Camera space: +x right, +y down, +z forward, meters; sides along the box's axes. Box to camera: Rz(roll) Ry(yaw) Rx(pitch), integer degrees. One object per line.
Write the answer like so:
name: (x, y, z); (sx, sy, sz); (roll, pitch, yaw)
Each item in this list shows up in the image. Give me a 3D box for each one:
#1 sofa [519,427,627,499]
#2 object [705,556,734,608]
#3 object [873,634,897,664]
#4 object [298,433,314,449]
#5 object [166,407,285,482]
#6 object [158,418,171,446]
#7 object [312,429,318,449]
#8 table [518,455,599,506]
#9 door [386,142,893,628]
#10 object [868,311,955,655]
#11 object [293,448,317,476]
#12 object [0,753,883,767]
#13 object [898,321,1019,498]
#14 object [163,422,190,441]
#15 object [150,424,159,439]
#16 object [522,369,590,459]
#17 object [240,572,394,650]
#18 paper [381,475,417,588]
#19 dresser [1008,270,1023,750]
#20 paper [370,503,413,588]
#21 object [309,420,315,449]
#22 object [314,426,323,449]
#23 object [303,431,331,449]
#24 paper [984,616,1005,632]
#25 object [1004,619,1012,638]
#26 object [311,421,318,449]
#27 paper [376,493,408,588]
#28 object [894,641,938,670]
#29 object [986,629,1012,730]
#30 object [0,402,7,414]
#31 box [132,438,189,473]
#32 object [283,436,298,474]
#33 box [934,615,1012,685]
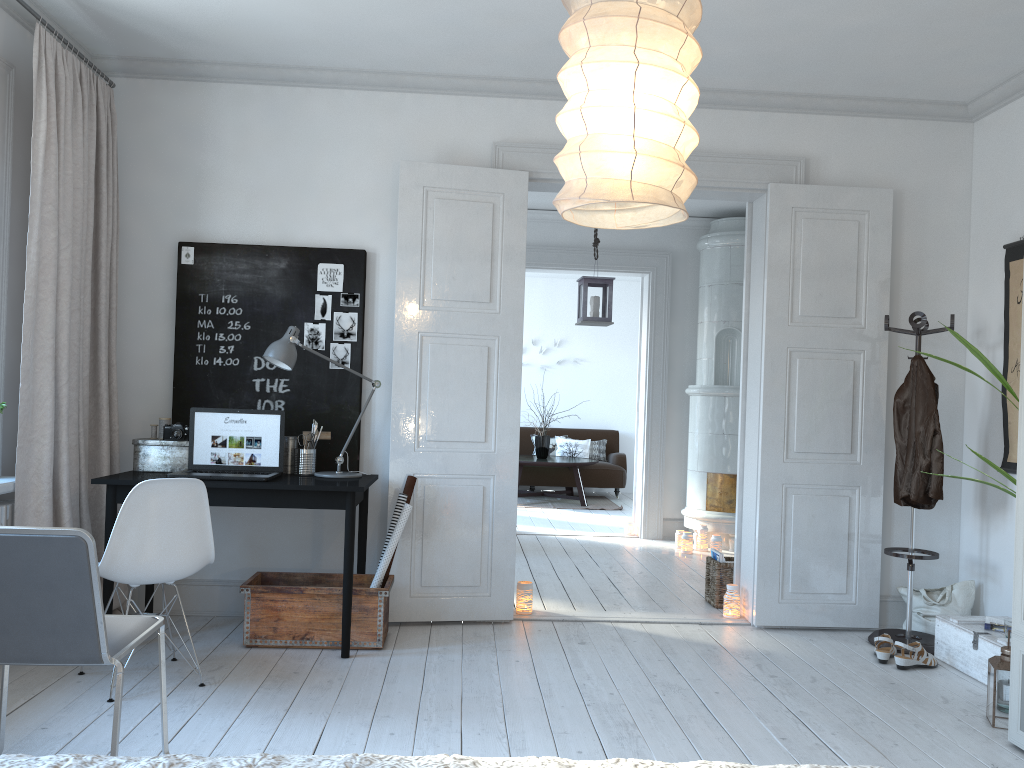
sofa: (0.328, 0.968, 11.199); (2.165, 0.824, 0.969); (2, -1, -3)
object: (1.303, 1.170, 5.237); (0.270, 0.265, 0.224); (2, -1, -3)
object: (1.765, 1.234, 4.205); (0.099, 0.126, 0.272); (2, -1, 29)
object: (-1.025, 0.341, 4.357); (0.081, 0.198, 0.050); (2, 0, 22)
object: (-1.300, 0.273, 4.057); (0.445, 0.315, 0.325); (2, -1, -3)
object: (-1.691, 0.229, 4.270); (0.056, 0.130, 0.167); (2, -1, -5)
object: (-0.985, 0.334, 4.354); (0.009, 0.222, 0.082); (2, 0, 26)
table: (0.358, 1.125, 10.410); (1.300, 0.503, 1.300); (2, -1, -13)
door: (0.675, 0.021, 4.815); (2.599, 2.505, 0.577); (2, 0, -3)
object: (2.014, 0.481, 4.445); (0.374, 1.658, 0.374); (2, 0, 4)
object: (-1.015, 0.382, 4.347); (0.108, 0.128, 0.108); (2, -1, 12)
object: (-0.092, 0.609, 1.277); (1.460, 0.104, 0.405); (2, -1, -3)
object: (2.067, 0.515, 3.491); (1.043, 1.554, 0.289); (2, 0, 27)
object: (-1.593, 0.226, 4.208); (0.137, 0.087, 0.073); (2, -1, -3)
object: (-1.749, 0.233, 4.333); (0.040, 0.069, 0.040); (2, 0, -15)
object: (0.497, 0.348, 10.355); (0.846, 1.066, 0.525); (2, 0, -32)
object: (-0.904, 1.062, 4.164); (0.664, 0.282, 0.339); (2, -1, -3)
paper: (-0.596, 0.825, 4.340); (0.048, 0.747, 0.297); (2, 0, 42)
dresser: (2.127, 0.176, 2.438); (0.630, 2.163, 1.432); (2, 0, -3)
paper: (-0.617, 0.881, 4.210); (0.283, 0.626, 0.041); (2, 0, -25)
object: (-0.992, 0.309, 4.363); (0.008, 0.267, 0.060); (2, 0, 14)
object: (-0.972, 0.325, 4.350); (0.084, 0.240, 0.009); (2, 0, -26)
object: (-0.970, 0.341, 4.403); (0.138, 0.209, 0.034); (2, 0, -23)
paper: (2.250, 1.091, 3.984); (0.221, 0.031, 0.175); (1, -1, 29)
object: (2.154, 1.059, 3.824); (0.060, 0.081, 0.060); (2, -1, -38)
object: (-0.987, 0.312, 4.364); (0.012, 0.264, 0.062); (2, 0, 39)
paper: (-0.620, 0.865, 4.269); (0.043, 0.669, 0.266); (2, 0, 42)
object: (1.864, 1.235, 4.070); (0.272, 0.126, 0.099); (3, -1, -31)
object: (1.878, 1.110, 3.342); (0.132, 0.351, 0.138); (2, 0, 19)
object: (-2.167, 0.190, 3.468); (0.310, 0.407, 0.271); (2, -1, -43)
box: (-1.662, 0.345, 4.296); (0.317, 0.152, 0.193); (2, -1, -3)
object: (-1.107, 0.355, 4.414); (0.079, 0.188, 0.079); (2, 0, -24)
box: (2.209, 1.197, 3.932); (0.376, 0.218, 0.641); (2, -1, -3)
